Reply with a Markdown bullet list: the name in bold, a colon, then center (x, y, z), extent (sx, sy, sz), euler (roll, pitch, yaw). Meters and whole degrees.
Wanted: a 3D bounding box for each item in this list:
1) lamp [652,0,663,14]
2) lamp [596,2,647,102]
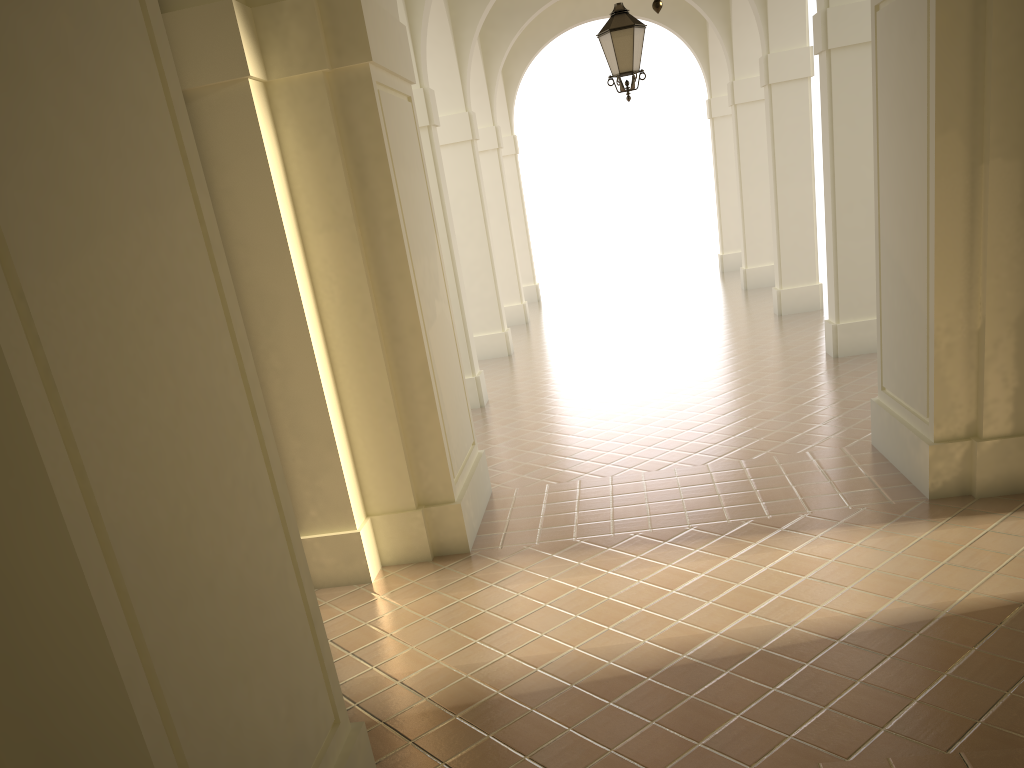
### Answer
- **lamp**: center (0.441, -3.414, 3.680), extent (0.436, 3.475, 0.493), euler (-17, 20, -21)
- **lamp**: center (0.926, -4.492, 8.364), extent (0.511, 3.475, 0.420), euler (-7, 19, 8)
